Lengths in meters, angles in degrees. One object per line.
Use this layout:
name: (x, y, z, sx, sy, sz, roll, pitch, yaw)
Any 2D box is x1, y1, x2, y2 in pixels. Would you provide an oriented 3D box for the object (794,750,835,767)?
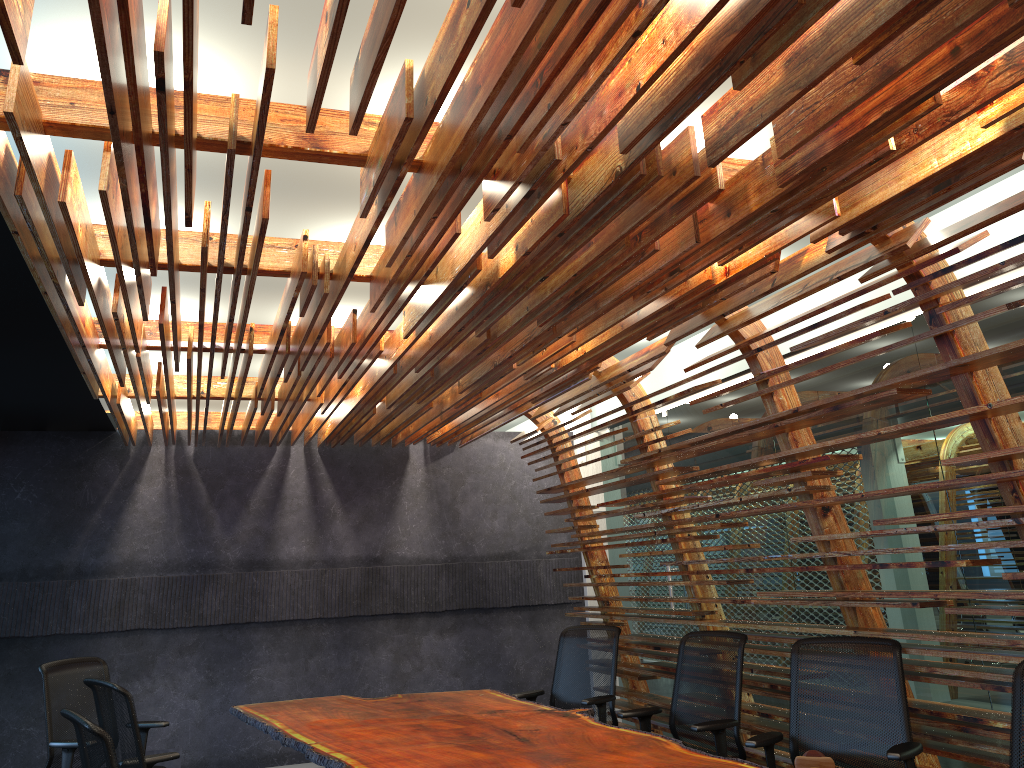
object: (0.909, 1.226, 2.599, 0.305, 0.254, 0.124, -9, -19, 22)

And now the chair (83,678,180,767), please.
chair: (-1.640, 2.043, 4.194, 0.784, 1.284, 0.795, 11, -22, -38)

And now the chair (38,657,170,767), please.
chair: (-2.452, 2.331, 5.333, 0.793, 1.284, 0.786, -7, -18, 14)

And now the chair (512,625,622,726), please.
chair: (0.352, 2.325, 5.947, 0.782, 1.284, 0.797, 14, -24, -42)

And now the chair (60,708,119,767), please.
chair: (-1.169, 1.766, 3.028, 0.787, 1.284, 0.792, 9, -21, -33)

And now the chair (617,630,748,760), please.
chair: (0.929, 2.064, 4.876, 0.790, 1.284, 0.789, 7, -20, -28)

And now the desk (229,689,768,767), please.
desk: (0.039, 2.024, 3.508, 2.031, 0.848, 6.439, 2, -13, -20)

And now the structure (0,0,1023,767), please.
structure: (0.315, 0.714, 3.552, 4.516, 3.103, 11.091, 2, -14, -19)

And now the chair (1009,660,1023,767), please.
chair: (1.703, 1.580, 2.829, 0.795, 1.284, 0.784, 2, -18, -14)

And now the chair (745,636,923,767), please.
chair: (1.479, 1.840, 3.971, 0.800, 1.284, 0.779, -17, -22, 38)
